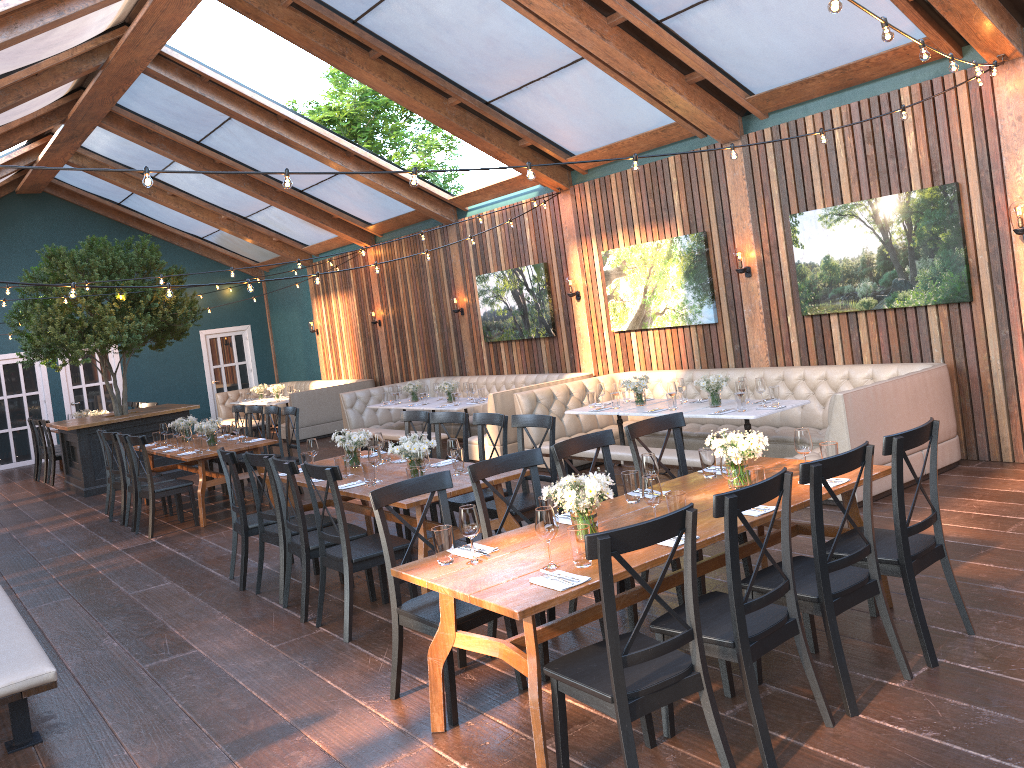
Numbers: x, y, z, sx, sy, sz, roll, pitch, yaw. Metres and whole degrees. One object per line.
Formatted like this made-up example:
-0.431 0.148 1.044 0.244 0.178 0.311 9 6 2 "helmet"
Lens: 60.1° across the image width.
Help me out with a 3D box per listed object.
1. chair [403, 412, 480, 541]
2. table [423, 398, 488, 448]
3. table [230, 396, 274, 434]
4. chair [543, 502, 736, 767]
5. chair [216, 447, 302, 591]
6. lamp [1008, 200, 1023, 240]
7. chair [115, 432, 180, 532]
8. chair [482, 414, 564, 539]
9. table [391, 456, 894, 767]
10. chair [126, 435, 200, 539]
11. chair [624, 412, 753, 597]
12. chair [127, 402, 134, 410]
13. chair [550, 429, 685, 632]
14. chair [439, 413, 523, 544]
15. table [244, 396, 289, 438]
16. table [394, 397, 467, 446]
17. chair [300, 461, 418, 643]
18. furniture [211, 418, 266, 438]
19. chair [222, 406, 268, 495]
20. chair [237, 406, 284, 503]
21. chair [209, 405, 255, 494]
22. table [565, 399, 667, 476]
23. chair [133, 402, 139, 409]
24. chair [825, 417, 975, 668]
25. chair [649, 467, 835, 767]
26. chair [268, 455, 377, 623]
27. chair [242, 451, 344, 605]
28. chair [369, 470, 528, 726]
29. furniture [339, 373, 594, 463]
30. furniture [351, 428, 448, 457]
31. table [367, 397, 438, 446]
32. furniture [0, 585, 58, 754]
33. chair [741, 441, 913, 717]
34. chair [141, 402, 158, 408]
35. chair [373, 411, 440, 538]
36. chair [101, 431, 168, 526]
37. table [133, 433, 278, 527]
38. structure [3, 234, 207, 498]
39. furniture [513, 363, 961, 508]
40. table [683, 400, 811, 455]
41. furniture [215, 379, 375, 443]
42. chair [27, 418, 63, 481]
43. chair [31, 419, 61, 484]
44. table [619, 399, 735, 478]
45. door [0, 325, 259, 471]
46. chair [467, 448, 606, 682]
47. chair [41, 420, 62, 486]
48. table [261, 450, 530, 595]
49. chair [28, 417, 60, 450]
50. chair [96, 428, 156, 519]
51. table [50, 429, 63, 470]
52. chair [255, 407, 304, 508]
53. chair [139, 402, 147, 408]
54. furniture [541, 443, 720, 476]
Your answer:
-0.588 0.766 7.091 0.542 1.019 0.476 -9 2 -41 "chair"
-0.562 0.574 11.376 0.803 0.671 0.797 -10 4 -36 "table"
-5.056 0.640 17.604 0.803 0.671 0.797 -10 4 -36 "table"
0.421 0.964 3.197 0.479 1.019 0.538 -9 2 -31 "chair"
-1.929 0.970 6.794 0.542 1.019 0.476 -9 2 -28 "chair"
3.971 -1.274 6.900 0.179 0.320 0.146 -9 2 -36 "lamp"
-3.934 1.000 9.559 0.542 1.019 0.476 -9 2 -33 "chair"
0.066 0.757 6.184 0.542 1.019 0.476 -9 2 -36 "chair"
0.763 0.978 4.223 2.443 0.728 0.948 -11 5 -36 "table"
-3.607 0.996 9.106 0.542 1.019 0.476 -9 2 -41 "chair"
1.031 0.712 5.204 0.480 1.019 0.538 -9 2 -36 "chair"
-7.134 0.863 16.164 0.542 1.019 0.476 -9 2 -41 "chair"
0.582 0.799 4.875 0.480 1.019 0.538 -9 2 -41 "chair"
-0.261 0.761 6.638 0.542 1.019 0.476 -9 2 -31 "chair"
-4.579 0.633 16.944 0.803 0.671 0.797 -10 4 -35 "table"
-1.039 0.581 12.037 0.803 0.671 0.797 -10 4 -35 "table"
-0.944 0.954 5.444 0.542 1.019 0.476 -9 2 -36 "chair"
-5.105 0.873 16.561 0.314 0.398 2.323 -9 5 -36 "furniture"
-3.237 0.806 10.763 0.542 1.019 0.476 -9 2 -41 "chair"
-2.910 0.801 10.310 0.542 1.019 0.476 -9 2 -36 "chair"
-3.565 0.810 11.217 0.542 1.019 0.476 -9 2 -36 "chair"
1.124 0.549 9.040 0.803 0.671 0.796 -10 4 -37 "table"
-6.807 0.858 15.711 0.542 1.019 0.476 -9 2 -31 "chair"
1.767 0.701 4.184 0.480 1.019 0.538 -9 2 -41 "chair"
0.869 0.876 3.526 0.480 1.019 0.538 -9 2 -41 "chair"
-1.276 0.960 5.893 0.542 1.019 0.476 -9 2 -30 "chair"
-1.574 0.960 6.352 0.542 1.019 0.476 -9 2 -39 "chair"
-0.315 0.975 4.217 0.480 1.019 0.538 -9 2 -41 "chair"
-0.698 0.419 12.292 1.718 0.857 4.148 -10 5 -35 "furniture"
-1.559 0.821 11.645 0.314 0.398 2.323 -9 5 -36 "furniture"
-1.515 0.588 12.697 0.803 0.671 0.796 -10 4 -37 "table"
-2.934 1.565 5.045 0.314 0.398 2.323 -9 5 -36 "furniture"
1.318 0.789 3.855 0.480 1.019 0.538 -9 2 -36 "chair"
-6.159 0.852 14.778 0.475 1.019 0.542 -6 2 37 "chair"
-0.916 0.771 7.545 0.542 1.019 0.476 -9 2 -36 "chair"
-4.281 1.009 9.999 0.542 1.019 0.476 -9 2 -41 "chair"
-3.544 1.045 10.151 0.955 0.728 2.425 -10 5 -36 "table"
-5.898 -0.393 13.133 2.725 3.691 2.846 -9 3 -27 "structure"
1.943 0.380 8.631 1.718 0.857 4.148 -10 5 -35 "furniture"
2.077 0.535 7.719 0.803 0.671 0.797 -10 4 -36 "table"
-4.225 0.471 17.181 1.718 0.857 4.148 -10 5 -35 "furniture"
-7.847 1.061 14.948 0.542 1.019 0.476 -9 2 -31 "chair"
-7.509 1.054 14.503 0.542 1.019 0.476 -9 2 -41 "chair"
1.600 0.542 8.379 0.803 0.671 0.797 -10 4 -35 "table"
-9.087 0.392 17.695 8.215 2.206 0.173 -11 3 -36 "door"
0.133 0.887 4.546 0.480 1.019 0.538 -9 2 -36 "chair"
-7.143 1.042 14.078 0.542 1.019 0.476 -9 2 -36 "chair"
-0.910 1.006 6.499 0.955 0.728 2.425 -10 5 -36 "table"
-8.111 1.054 15.448 0.542 1.019 0.476 -9 2 -30 "chair"
-4.579 1.008 10.473 0.542 1.019 0.476 -9 2 -31 "chair"
-7.121 1.098 15.108 0.955 0.728 2.425 -10 5 -36 "table"
-2.583 0.796 9.856 0.542 1.019 0.476 -9 2 -31 "chair"
-6.480 0.854 15.257 0.542 1.019 0.476 -9 2 -36 "chair"
1.080 0.782 7.987 0.314 0.398 2.323 -9 5 -36 "furniture"
